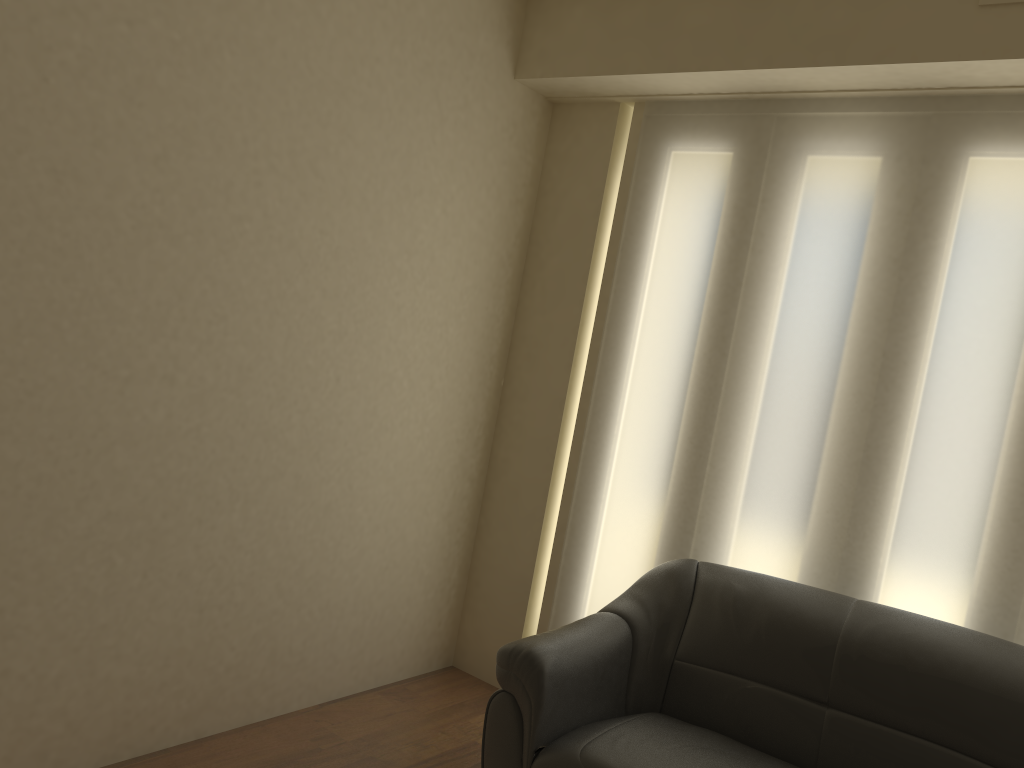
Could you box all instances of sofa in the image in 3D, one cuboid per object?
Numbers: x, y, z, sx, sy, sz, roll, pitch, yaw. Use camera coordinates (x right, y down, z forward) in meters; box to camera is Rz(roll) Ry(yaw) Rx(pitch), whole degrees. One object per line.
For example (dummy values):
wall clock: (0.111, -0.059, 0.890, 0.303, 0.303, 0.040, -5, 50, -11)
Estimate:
sofa: (1.085, 1.163, 2.333, 2.337, 0.918, 0.944, 13, 4, 37)

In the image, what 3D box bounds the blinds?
blinds: (1.441, 0.281, 2.870, 2.830, 2.453, 0.002, 13, 4, 37)
